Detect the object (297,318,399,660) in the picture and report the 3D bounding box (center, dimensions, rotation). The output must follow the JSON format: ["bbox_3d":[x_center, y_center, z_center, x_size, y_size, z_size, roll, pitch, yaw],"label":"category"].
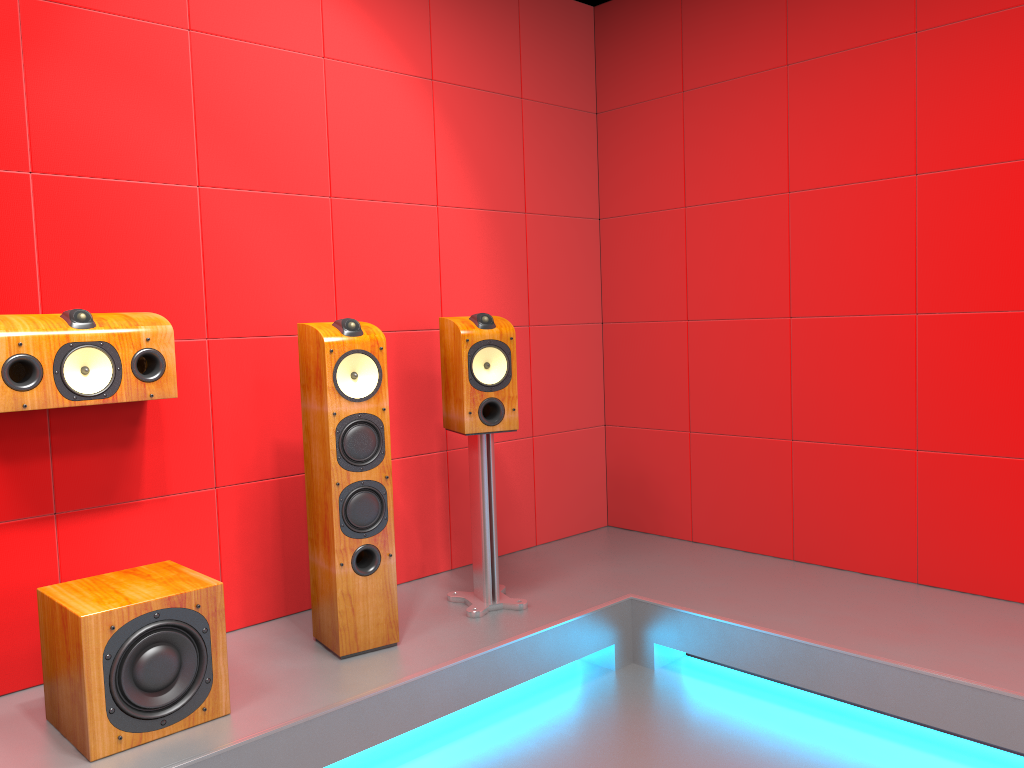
[{"bbox_3d":[-0.524,0.317,2.843,0.203,1.052,0.238,-5,5,-33],"label":"object"}]

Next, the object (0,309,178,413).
[{"bbox_3d":[-1.256,-0.079,2.546,0.493,0.271,0.235,-6,6,-43],"label":"object"}]

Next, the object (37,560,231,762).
[{"bbox_3d":[-1.006,0.714,2.365,0.360,0.360,0.360,-6,6,-43],"label":"object"}]

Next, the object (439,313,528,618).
[{"bbox_3d":[-0.110,0.275,3.203,0.231,1.058,0.265,-4,4,-23],"label":"object"}]
